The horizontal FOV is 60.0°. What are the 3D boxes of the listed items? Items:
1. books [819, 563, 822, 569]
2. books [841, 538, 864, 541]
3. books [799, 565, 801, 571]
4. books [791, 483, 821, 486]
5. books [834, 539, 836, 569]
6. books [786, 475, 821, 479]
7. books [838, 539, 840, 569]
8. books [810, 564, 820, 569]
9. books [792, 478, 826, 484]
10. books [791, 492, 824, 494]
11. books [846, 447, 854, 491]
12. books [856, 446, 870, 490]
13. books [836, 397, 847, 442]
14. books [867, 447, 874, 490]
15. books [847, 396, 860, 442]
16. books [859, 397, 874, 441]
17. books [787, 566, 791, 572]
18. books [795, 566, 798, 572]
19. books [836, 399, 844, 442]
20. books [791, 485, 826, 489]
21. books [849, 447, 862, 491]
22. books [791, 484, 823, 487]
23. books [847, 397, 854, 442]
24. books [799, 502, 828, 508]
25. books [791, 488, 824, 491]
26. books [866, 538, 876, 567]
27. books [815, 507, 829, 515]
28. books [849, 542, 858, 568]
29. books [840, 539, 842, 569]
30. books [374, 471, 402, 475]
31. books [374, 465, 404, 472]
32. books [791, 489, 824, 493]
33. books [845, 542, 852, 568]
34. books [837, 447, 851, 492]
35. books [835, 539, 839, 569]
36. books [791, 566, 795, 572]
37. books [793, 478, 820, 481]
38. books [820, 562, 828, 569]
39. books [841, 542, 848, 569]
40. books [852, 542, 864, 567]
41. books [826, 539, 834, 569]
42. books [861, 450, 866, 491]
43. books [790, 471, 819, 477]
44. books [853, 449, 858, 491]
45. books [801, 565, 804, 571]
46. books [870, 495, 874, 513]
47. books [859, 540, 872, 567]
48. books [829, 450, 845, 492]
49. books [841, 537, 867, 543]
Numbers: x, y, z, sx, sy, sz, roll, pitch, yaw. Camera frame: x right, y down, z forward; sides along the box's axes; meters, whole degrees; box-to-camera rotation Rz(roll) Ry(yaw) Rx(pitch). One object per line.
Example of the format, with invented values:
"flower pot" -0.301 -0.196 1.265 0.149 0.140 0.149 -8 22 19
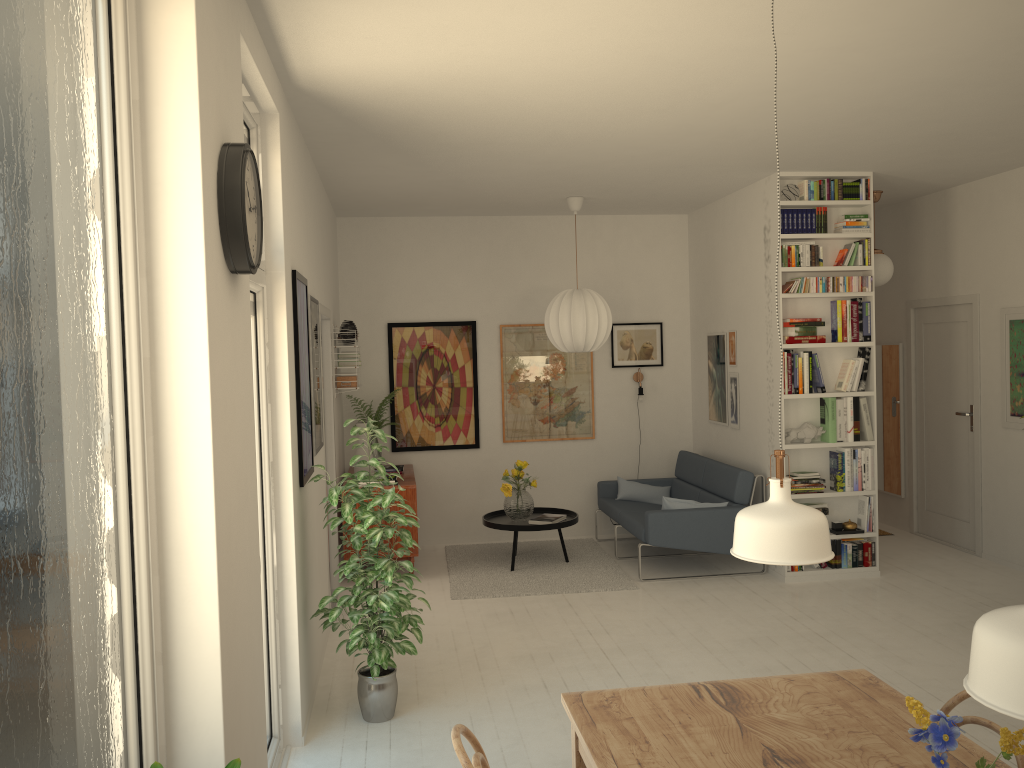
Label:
"books" 2.165 1.231 6.421 0.118 0.192 0.118 -2 2 -8
"books" 2.456 1.125 6.451 0.165 0.006 0.103 -2 2 -8
"books" 2.045 1.225 6.424 0.021 0.215 0.174 -2 2 -8
"books" 2.087 0.717 6.390 0.238 0.012 0.120 -2 2 -13
"books" 2.300 1.215 6.455 0.015 0.214 0.202 -2 2 -8
"books" 2.091 0.665 6.412 0.212 0.017 0.165 -2 2 -10
"books" 2.331 1.214 6.453 0.015 0.214 0.202 -2 2 -8
"books" 2.134 1.228 6.424 0.135 0.200 0.134 -2 2 -8
"books" 2.121 0.696 6.415 0.235 0.025 0.163 -2 2 -1
"books" 2.094 0.773 6.398 0.247 0.009 0.170 -2 2 -5
"books" 2.423 0.612 6.472 0.027 0.311 0.229 -2 2 -8
"books" 2.542 0.611 6.454 0.037 0.308 0.161 -2 2 -8
"books" 2.372 0.252 6.459 0.023 0.321 0.235 -2 2 -8
"books" 2.573 0.611 6.489 0.039 0.303 0.229 -2 2 -8
"books" 2.454 0.247 6.452 0.056 0.327 0.202 -2 2 -8
"books" 2.531 0.250 6.469 0.099 0.316 0.229 -2 2 -8
"books" 1.957 1.239 6.406 0.039 0.199 0.185 -2 2 -8
"books" 2.014 1.230 6.406 0.020 0.211 0.185 -2 2 -8
"books" 2.331 0.263 6.436 0.065 0.311 0.200 -2 2 -8
"books" 2.118 0.735 6.432 0.255 0.014 0.197 -2 2 2
"books" 2.485 0.612 6.471 0.025 0.305 0.213 -2 2 -8
"books" 2.101 0.725 6.410 0.250 0.008 0.135 -2 2 -11
"books" 2.406 0.251 6.450 0.037 0.324 0.240 -2 2 -8
"books" 2.114 0.878 6.433 0.297 0.024 0.162 -2 2 -17
"books" 2.098 0.749 6.403 0.248 0.009 0.171 -2 2 -5
"books" 2.593 1.224 6.509 0.032 0.176 0.230 -2 2 -8
"books" 2.114 0.916 6.419 0.285 0.047 0.185 -2 2 -8
"books" 2.450 1.236 6.478 0.048 0.163 0.209 -2 2 -8
"books" 2.345 1.214 6.461 0.015 0.214 0.202 -2 2 -8
"books" -1.090 0.721 7.288 0.371 0.022 0.259 -2 2 -8
"books" -1.077 0.700 7.295 0.368 0.020 0.255 -2 2 -5
"books" 2.088 0.762 6.394 0.247 0.014 0.173 -2 2 -9
"books" 2.410 1.231 6.472 0.032 0.176 0.222 -2 2 -8
"books" 2.391 0.612 6.465 0.037 0.311 0.241 -2 2 -8
"books" 2.317 1.215 6.444 0.015 0.214 0.202 -2 2 -8
"books" 1.990 1.233 6.407 0.026 0.206 0.187 -2 2 -8
"books" 2.079 0.679 6.402 0.221 0.010 0.169 -2 2 -5
"books" 2.196 1.234 6.432 0.131 0.188 0.136 -2 2 -8
"books" 2.374 1.231 6.473 0.044 0.179 0.224 -2 2 -8
"books" 2.497 1.230 6.498 0.050 0.170 0.221 -2 2 -8
"books" 2.286 1.216 6.445 0.015 0.214 0.202 -2 2 -8
"books" 2.510 0.619 6.461 0.022 0.291 0.208 -2 2 -8
"books" 2.104 0.647 6.392 0.166 0.019 0.127 -2 2 -14
"books" 2.459 0.619 6.436 0.035 0.304 0.150 -2 2 -8
"books" 2.062 1.225 6.412 0.010 0.215 0.193 -2 2 -8
"books" 2.600 0.936 6.470 0.011 0.256 0.139 -2 2 -8
"books" 2.552 1.225 6.485 0.056 0.180 0.202 -2 2 -8
"books" 2.346 0.628 6.448 0.057 0.284 0.200 -2 2 -8
"books" 2.466 1.133 6.471 0.193 0.012 0.130 -2 2 -8
